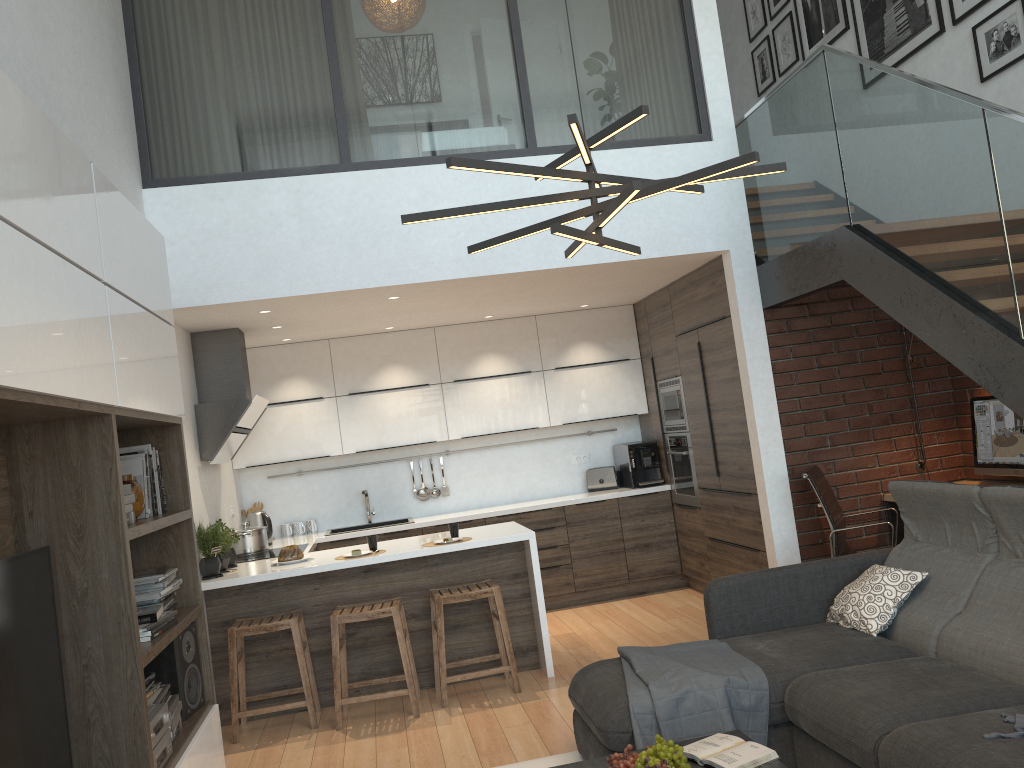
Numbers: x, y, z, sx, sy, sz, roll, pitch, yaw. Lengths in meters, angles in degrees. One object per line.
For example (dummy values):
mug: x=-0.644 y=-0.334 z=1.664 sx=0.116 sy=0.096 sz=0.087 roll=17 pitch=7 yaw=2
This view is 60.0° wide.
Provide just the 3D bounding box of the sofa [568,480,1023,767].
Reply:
sofa: x=1.168 y=0.949 z=2.596 sx=2.108 sy=0.995 sz=3.169 roll=-7 pitch=-3 yaw=-9

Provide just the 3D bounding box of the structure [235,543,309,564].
structure: x=-1.686 y=1.162 z=6.050 sx=0.550 sy=0.006 sz=0.609 roll=-7 pitch=-3 yaw=-9

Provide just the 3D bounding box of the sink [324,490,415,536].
sink: x=-1.150 y=1.118 z=7.148 sx=0.706 sy=0.518 sz=0.512 roll=-7 pitch=-3 yaw=-9

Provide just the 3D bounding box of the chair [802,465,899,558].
chair: x=2.114 y=0.958 z=5.195 sx=0.700 sy=0.991 sz=0.651 roll=-9 pitch=-3 yaw=25

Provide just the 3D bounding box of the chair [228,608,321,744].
chair: x=-1.342 y=1.615 z=4.966 sx=0.450 sy=0.600 sz=0.350 roll=-7 pitch=-3 yaw=-9

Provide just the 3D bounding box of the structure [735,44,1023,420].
structure: x=2.486 y=-0.152 z=4.304 sx=1.289 sy=3.460 sz=5.660 roll=-7 pitch=-3 yaw=-9

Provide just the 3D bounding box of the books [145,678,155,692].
books: x=-1.366 y=1.092 z=3.156 sx=0.142 sy=0.015 sz=0.198 roll=-7 pitch=-3 yaw=-11

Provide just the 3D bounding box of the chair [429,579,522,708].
chair: x=-0.239 y=1.473 z=5.107 sx=0.450 sy=0.600 sz=0.350 roll=-7 pitch=-3 yaw=-12

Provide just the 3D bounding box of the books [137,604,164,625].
books: x=-1.375 y=0.828 z=3.112 sx=0.266 sy=0.030 sz=0.209 roll=-7 pitch=-3 yaw=-16

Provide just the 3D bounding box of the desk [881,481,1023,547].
desk: x=2.837 y=0.949 z=4.555 sx=0.610 sy=0.750 sz=2.182 roll=-7 pitch=-3 yaw=-9

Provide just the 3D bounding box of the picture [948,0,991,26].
picture: x=2.665 y=-2.489 z=4.807 sx=0.025 sy=0.654 sz=0.990 roll=-7 pitch=-3 yaw=-9

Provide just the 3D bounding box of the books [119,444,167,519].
books: x=-1.518 y=0.391 z=3.501 sx=0.201 sy=0.287 sz=0.332 roll=-7 pitch=-3 yaw=-9

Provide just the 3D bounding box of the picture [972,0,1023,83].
picture: x=2.722 y=-1.913 z=4.921 sx=0.025 sy=0.333 sz=0.410 roll=-7 pitch=-3 yaw=-9

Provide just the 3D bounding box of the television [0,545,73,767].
television: x=-1.206 y=0.808 z=1.936 sx=0.229 sy=0.779 sz=1.220 roll=-7 pitch=-3 yaw=-9

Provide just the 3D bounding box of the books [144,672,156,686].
books: x=-1.384 y=1.075 z=3.157 sx=0.161 sy=0.023 sz=0.213 roll=-7 pitch=-3 yaw=-6

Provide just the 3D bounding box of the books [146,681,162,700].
books: x=-1.361 y=1.110 z=3.157 sx=0.161 sy=0.023 sz=0.213 roll=-7 pitch=-3 yaw=-6

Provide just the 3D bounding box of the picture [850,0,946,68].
picture: x=2.483 y=-2.587 z=5.819 sx=0.025 sy=0.990 sz=0.871 roll=-7 pitch=-3 yaw=-9

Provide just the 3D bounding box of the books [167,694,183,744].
books: x=-1.321 y=1.222 z=3.162 sx=0.248 sy=0.123 sz=0.307 roll=-7 pitch=-3 yaw=-14

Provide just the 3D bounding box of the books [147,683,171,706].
books: x=-1.350 y=1.142 z=3.158 sx=0.224 sy=0.042 sz=0.277 roll=-7 pitch=-3 yaw=-14

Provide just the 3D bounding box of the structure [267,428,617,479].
structure: x=-0.548 y=0.587 z=7.562 sx=3.000 sy=0.045 sz=0.050 roll=-7 pitch=-3 yaw=-9

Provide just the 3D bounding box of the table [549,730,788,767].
table: x=0.506 y=1.355 z=2.613 sx=0.700 sy=0.323 sz=0.700 roll=-7 pitch=-3 yaw=-9

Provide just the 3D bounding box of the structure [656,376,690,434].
structure: x=1.484 y=0.145 z=7.013 sx=0.459 sy=0.430 sz=0.595 roll=-7 pitch=-3 yaw=-9

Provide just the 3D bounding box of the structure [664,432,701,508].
structure: x=1.534 y=0.643 z=6.983 sx=0.495 sy=0.570 sz=0.595 roll=-7 pitch=-3 yaw=-9

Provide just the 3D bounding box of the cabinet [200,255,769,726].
cabinet: x=-0.324 y=0.645 z=6.405 sx=3.495 sy=2.401 sz=2.401 roll=-7 pitch=-3 yaw=-9

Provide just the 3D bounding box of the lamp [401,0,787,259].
lamp: x=0.028 y=-2.233 z=2.841 sx=1.200 sy=3.645 sz=0.831 roll=-8 pitch=-3 yaw=1

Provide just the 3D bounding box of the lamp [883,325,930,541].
lamp: x=2.719 y=0.367 z=5.213 sx=0.462 sy=2.003 sz=1.054 roll=-6 pitch=-3 yaw=-26

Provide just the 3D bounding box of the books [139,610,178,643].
books: x=-1.341 y=0.862 z=3.106 sx=0.250 sy=0.047 sz=0.310 roll=-8 pitch=-3 yaw=-4

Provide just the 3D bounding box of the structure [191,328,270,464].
structure: x=-1.926 y=0.032 z=6.102 sx=0.407 sy=0.998 sz=0.898 roll=-7 pitch=-3 yaw=-9

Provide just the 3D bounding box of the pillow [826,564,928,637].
pillow: x=1.733 y=0.824 z=2.803 sx=0.386 sy=0.364 sz=2.734 roll=-7 pitch=-3 yaw=-6

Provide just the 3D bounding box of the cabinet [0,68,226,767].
cabinet: x=-1.168 y=0.459 z=1.710 sx=0.338 sy=2.494 sz=4.036 roll=-7 pitch=-3 yaw=-9

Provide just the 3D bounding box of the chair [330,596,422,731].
chair: x=-0.769 y=1.536 z=4.938 sx=0.450 sy=0.600 sz=0.350 roll=-8 pitch=-3 yaw=-4

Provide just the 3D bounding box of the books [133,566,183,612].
books: x=-1.435 y=0.829 z=3.456 sx=0.224 sy=0.176 sz=0.374 roll=-7 pitch=-3 yaw=-10

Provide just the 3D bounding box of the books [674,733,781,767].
books: x=0.672 y=1.168 z=2.813 sx=0.199 sy=0.025 sz=0.294 roll=-6 pitch=-4 yaw=-30

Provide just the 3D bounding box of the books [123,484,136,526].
books: x=-1.399 y=0.416 z=2.890 sx=0.277 sy=0.137 sz=0.343 roll=-7 pitch=-3 yaw=-14
